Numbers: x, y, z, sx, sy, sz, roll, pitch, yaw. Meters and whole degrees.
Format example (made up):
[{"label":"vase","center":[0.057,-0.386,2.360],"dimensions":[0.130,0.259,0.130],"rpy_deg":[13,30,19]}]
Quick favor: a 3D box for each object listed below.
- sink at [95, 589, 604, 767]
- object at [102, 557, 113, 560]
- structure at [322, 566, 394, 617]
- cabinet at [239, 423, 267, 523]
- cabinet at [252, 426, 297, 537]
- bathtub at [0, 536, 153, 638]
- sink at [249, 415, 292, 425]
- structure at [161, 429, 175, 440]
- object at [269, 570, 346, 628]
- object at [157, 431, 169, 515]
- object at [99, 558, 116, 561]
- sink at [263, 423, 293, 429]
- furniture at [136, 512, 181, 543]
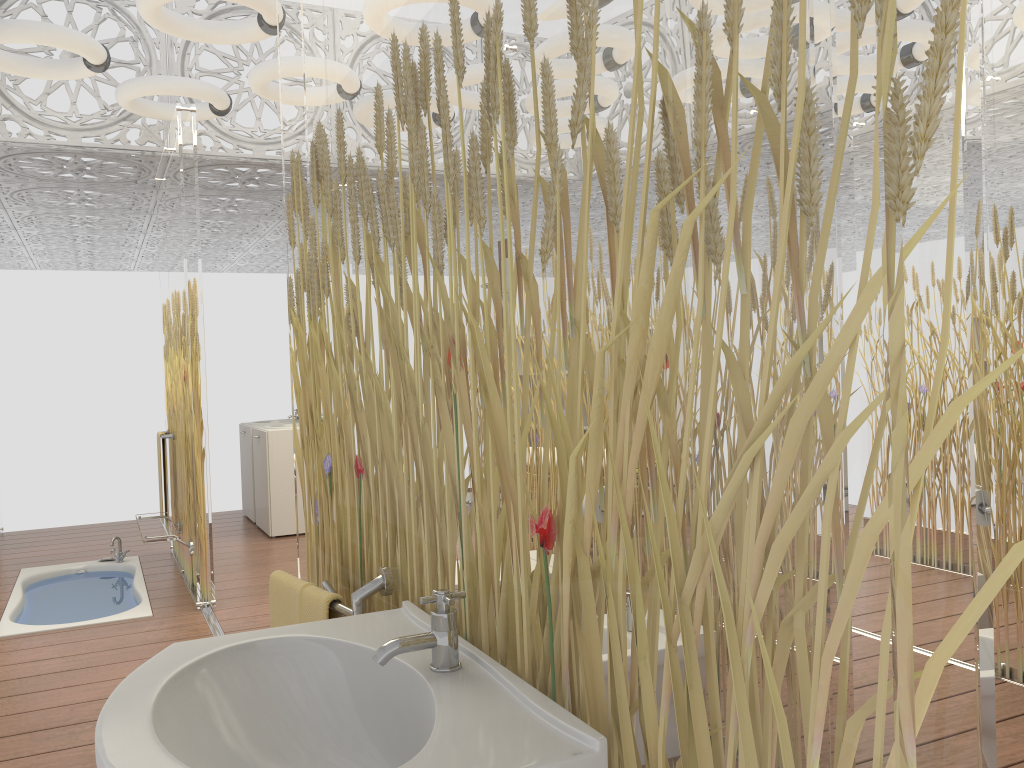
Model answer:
[{"label":"sink","center":[-0.235,0.395,1.036],"dimensions":[0.454,0.263,0.603],"rpy_deg":[-2,1,-25]},{"label":"object","center":[-2.691,1.162,5.901],"dimensions":[0.066,0.016,0.035],"rpy_deg":[-2,1,-16]},{"label":"structure","center":[-0.334,0.397,1.612],"dimensions":[0.115,0.183,0.405],"rpy_deg":[-2,1,-27]},{"label":"cabinet","center":[-1.987,0.722,7.574],"dimensions":[0.549,0.782,0.643],"rpy_deg":[-2,1,-25]},{"label":"cabinet","center":[-1.681,0.723,6.923],"dimensions":[0.549,0.782,0.643],"rpy_deg":[-2,1,-25]},{"label":"bathtub","center":[-2.494,1.298,5.118],"dimensions":[0.700,0.582,1.700],"rpy_deg":[-2,1,-25]},{"label":"sink","center":[-1.985,0.353,7.576],"dimensions":[0.499,0.266,0.573],"rpy_deg":[-2,1,-28]},{"label":"structure","center":[-2.219,0.326,5.681],"dimensions":[0.078,0.047,0.442],"rpy_deg":[-2,1,-25]},{"label":"object","center":[-0.380,0.578,1.654],"dimensions":[0.042,0.427,0.295],"rpy_deg":[-3,1,-34]},{"label":"object","center":[-2.232,0.634,5.674],"dimensions":[0.042,0.656,0.283],"rpy_deg":[-2,1,-25]},{"label":"object","center":[-2.692,1.169,5.901],"dimensions":[0.108,0.011,0.065],"rpy_deg":[-2,1,-16]},{"label":"sink","center":[-1.680,0.355,6.926],"dimensions":[0.499,0.266,0.573],"rpy_deg":[-2,1,-22]},{"label":"furniture","center":[-1.987,0.794,4.953],"dimensions":[0.178,0.014,0.977],"rpy_deg":[-2,1,-25]}]
